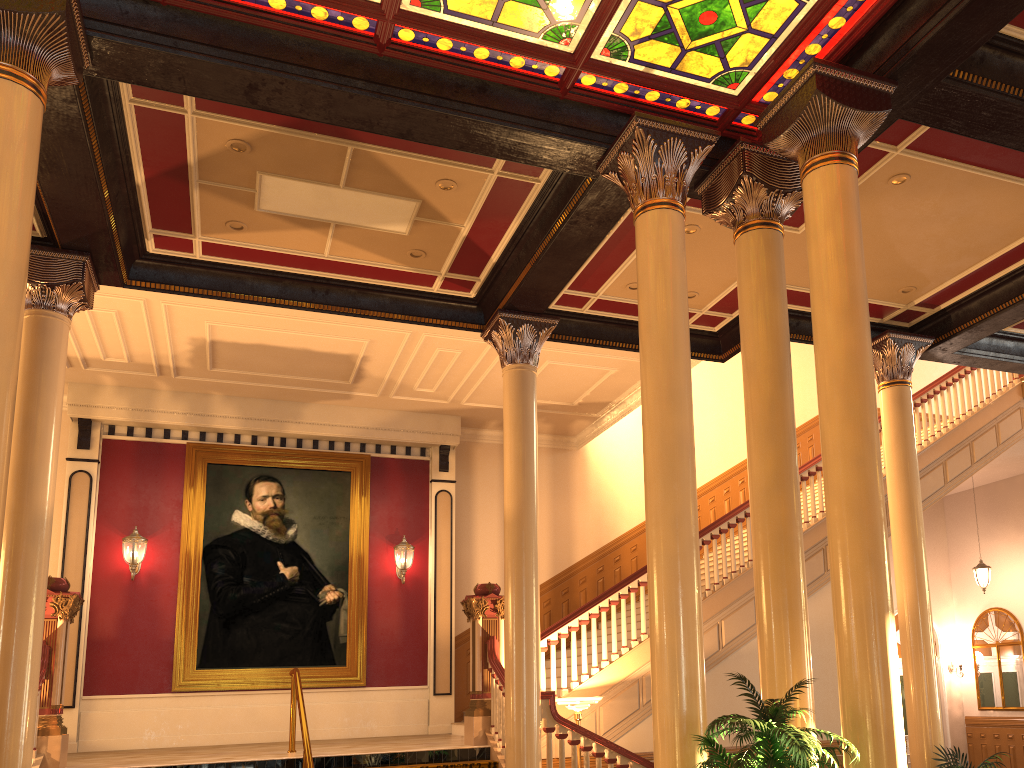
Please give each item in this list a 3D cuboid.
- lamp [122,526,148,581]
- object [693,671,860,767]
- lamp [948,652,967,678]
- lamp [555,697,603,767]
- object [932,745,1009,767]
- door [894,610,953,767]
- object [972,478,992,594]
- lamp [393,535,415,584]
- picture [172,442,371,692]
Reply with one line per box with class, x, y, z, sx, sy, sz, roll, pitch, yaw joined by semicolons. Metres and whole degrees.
lamp;-5.021;2.253;11.562;0.327;0.707;0.397;3;-13;-19
object;1.425;2.655;4.772;1.053;2.084;1.096;-8;-14;28
lamp;8.634;5.430;16.819;0.276;0.482;0.373;3;-15;-19
lamp;0.707;4.299;9.085;0.581;1.950;0.598;-1;-11;-2
object;4.497;4.251;8.517;0.979;1.391;1.187;-4;-14;9
door;7.687;5.999;16.619;1.517;3.370;0.202;3;-11;-22
object;-3.810;0.725;5.894;31.403;4.179;0.658;14;-18;-37
lamp;-1.610;2.607;12.893;0.327;0.707;0.397;3;-13;-19
picture;-3.333;2.580;12.356;2.620;3.345;0.055;4;-12;-22
